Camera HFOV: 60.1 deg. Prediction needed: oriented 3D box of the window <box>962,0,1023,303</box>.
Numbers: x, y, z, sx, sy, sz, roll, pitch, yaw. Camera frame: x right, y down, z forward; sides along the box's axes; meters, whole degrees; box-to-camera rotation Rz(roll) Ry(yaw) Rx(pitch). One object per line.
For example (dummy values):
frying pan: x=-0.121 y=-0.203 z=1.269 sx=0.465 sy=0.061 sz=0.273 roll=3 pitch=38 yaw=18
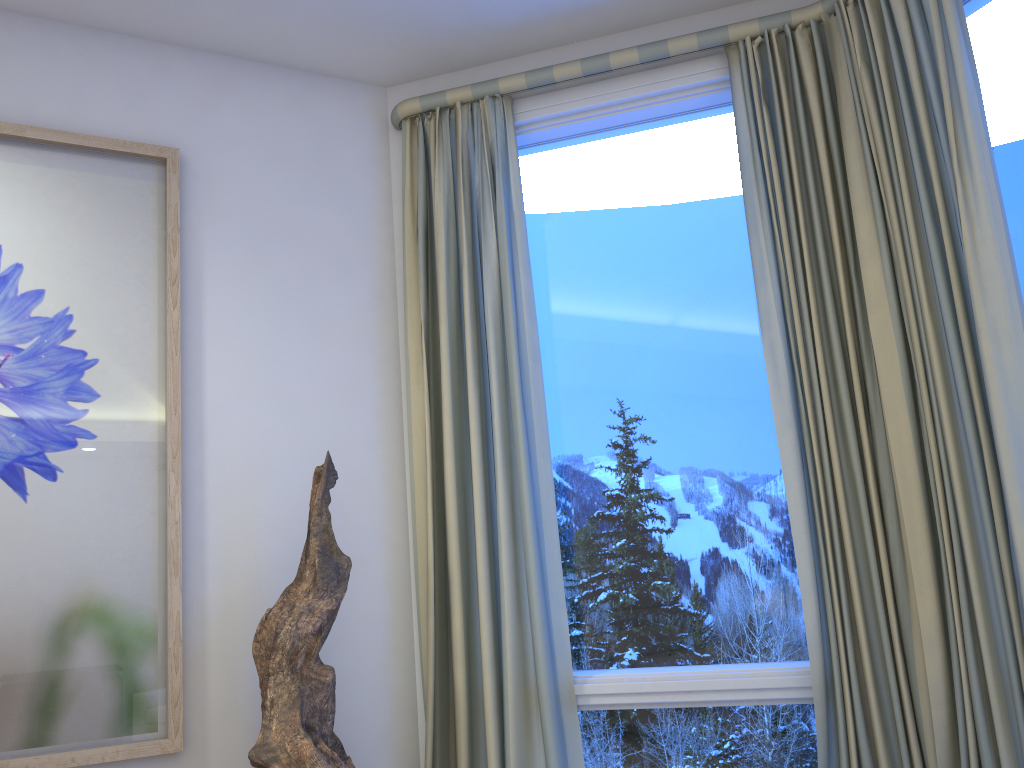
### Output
window: x=1.361 y=-0.106 z=1.309 sx=0.206 sy=2.008 sz=1.527 roll=1 pitch=-12 yaw=-27

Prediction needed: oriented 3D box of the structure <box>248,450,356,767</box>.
structure: x=-0.427 y=0.836 z=1.958 sx=0.305 sy=1.381 sz=0.266 roll=1 pitch=-11 yaw=-27

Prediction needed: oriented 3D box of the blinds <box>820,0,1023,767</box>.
blinds: x=0.864 y=0.210 z=1.795 sx=0.267 sy=2.346 sz=0.529 roll=3 pitch=-12 yaw=-34

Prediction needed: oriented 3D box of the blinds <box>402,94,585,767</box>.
blinds: x=-0.118 y=0.359 z=2.160 sx=0.643 sy=2.352 sz=0.297 roll=-7 pitch=-10 yaw=14

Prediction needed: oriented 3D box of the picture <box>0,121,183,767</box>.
picture: x=-1.544 y=0.084 z=1.745 sx=1.681 sy=1.447 sz=0.030 roll=2 pitch=-12 yaw=-27

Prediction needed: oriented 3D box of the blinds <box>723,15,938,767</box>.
blinds: x=0.738 y=0.250 z=1.937 sx=0.525 sy=2.349 sz=0.272 roll=-7 pitch=-10 yaw=16
